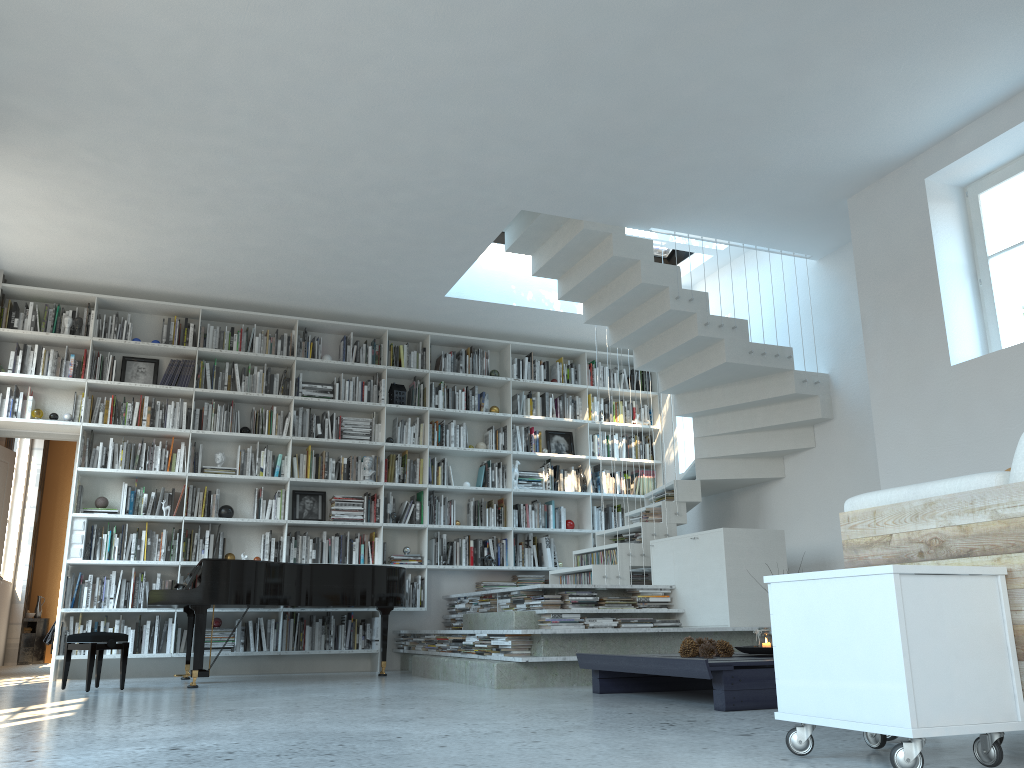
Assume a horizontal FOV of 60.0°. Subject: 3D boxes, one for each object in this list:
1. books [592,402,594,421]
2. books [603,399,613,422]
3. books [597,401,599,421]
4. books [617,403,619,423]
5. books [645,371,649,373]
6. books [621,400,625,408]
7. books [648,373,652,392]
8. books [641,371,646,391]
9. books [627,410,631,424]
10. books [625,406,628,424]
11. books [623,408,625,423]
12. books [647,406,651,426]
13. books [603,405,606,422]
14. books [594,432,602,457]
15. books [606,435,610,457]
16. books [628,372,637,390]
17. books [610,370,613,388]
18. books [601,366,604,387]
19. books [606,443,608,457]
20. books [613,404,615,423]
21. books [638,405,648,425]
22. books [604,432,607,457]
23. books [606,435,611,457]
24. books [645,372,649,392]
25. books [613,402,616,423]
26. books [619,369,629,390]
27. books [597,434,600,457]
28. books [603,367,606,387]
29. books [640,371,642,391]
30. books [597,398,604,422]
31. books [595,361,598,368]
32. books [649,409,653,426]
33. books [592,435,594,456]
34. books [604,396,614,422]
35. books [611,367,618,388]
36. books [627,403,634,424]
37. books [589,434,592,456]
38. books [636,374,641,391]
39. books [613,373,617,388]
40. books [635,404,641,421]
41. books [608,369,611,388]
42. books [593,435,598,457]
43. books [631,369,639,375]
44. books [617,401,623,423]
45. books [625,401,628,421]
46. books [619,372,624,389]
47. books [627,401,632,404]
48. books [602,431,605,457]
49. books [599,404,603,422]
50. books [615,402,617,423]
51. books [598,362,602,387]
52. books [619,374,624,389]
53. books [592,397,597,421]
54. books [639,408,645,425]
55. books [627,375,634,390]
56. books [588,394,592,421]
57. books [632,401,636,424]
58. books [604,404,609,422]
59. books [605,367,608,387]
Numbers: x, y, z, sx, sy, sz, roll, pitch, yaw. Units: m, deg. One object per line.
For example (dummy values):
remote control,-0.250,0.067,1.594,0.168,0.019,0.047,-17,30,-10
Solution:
books,0.797,0.308,9.150,0.024,0.204,0.166,5,-16,-21
books,0.990,0.304,9.232,0.023,0.253,0.190,5,-16,-21
books,0.853,0.306,9.178,0.049,0.223,0.162,5,-16,-21
books,1.069,0.328,9.264,0.013,0.221,0.175,5,-16,-21
books,1.456,-0.008,9.620,0.014,0.318,0.144,5,-16,-21
books,1.152,0.323,9.387,0.010,0.294,0.165,5,-16,-21
books,1.450,0.021,9.575,0.025,0.236,0.188,5,-16,-21
books,1.387,-0.010,9.552,0.014,0.285,0.190,5,-16,-21
books,1.204,0.385,9.405,0.034,0.182,0.157,5,-16,-21
books,1.168,0.360,9.369,0.013,0.212,0.187,5,-16,-21
books,1.140,0.355,9.364,0.023,0.220,0.172,5,-16,-21
books,1.427,0.374,9.494,0.040,0.246,0.160,5,-16,-21
books,0.919,0.338,9.252,0.038,0.198,0.171,5,-16,-21
books,0.883,0.649,9.166,0.014,0.284,0.186,5,-16,-21
books,0.972,0.674,9.213,0.013,0.259,0.158,5,-16,-21
books,1.286,0.006,9.532,0.068,0.246,0.161,5,-16,-21
books,1.031,-0.014,9.429,0.025,0.236,0.144,5,-16,-21
books,0.923,-0.042,9.396,0.027,0.274,0.148,5,-16,-21
books,0.949,0.715,9.208,0.027,0.179,0.157,5,-16,-21
books,1.024,0.332,9.248,0.014,0.205,0.184,5,-16,-21
books,1.395,0.366,9.484,0.029,0.257,0.163,5,-16,-21
books,0.936,0.655,9.202,0.012,0.292,0.166,5,-16,-21
books,0.986,0.673,9.229,0.025,0.270,0.153,5,-16,-21
books,1.427,0.018,9.581,0.014,0.247,0.185,5,-16,-21
books,1.038,0.318,9.264,0.022,0.241,0.145,5,-16,-21
books,1.197,-0.014,9.511,0.069,0.276,0.132,5,-16,-21
books,0.859,0.665,9.167,0.026,0.255,0.174,5,-16,-21
books,0.947,-0.032,9.399,0.022,0.258,0.163,5,-16,-21
books,1.363,-0.006,9.576,0.012,0.291,0.140,5,-16,-21
books,0.905,0.294,9.212,0.023,0.263,0.158,5,-16,-21
books,0.878,-0.069,9.391,0.012,0.325,0.151,5,-16,-21
books,1.458,0.387,9.483,0.011,0.216,0.170,5,-16,-21
books,0.797,0.667,9.160,0.026,0.249,0.161,5,-16,-21
books,1.008,0.286,9.249,0.022,0.295,0.152,5,-16,-21
books,1.090,-0.028,9.469,0.012,0.284,0.160,5,-16,-21
books,1.237,0.345,9.408,0.022,0.260,0.161,5,-16,-21
books,0.784,0.660,9.142,0.012,0.253,0.161,5,-16,-21
books,1.330,0.020,9.525,0.012,0.215,0.193,5,-16,-21
books,1.067,0.005,9.443,0.026,0.207,0.163,5,-16,-21
books,1.310,0.357,9.442,0.070,0.253,0.154,5,-16,-21
books,1.004,-0.020,9.429,0.027,0.249,0.155,5,-16,-21
books,0.830,0.663,9.143,0.023,0.247,0.182,5,-16,-21
books,1.333,-0.020,9.562,0.014,0.312,0.162,5,-16,-21
books,1.086,0.326,9.296,0.042,0.241,0.248,5,-16,-21
books,1.176,0.335,9.407,0.024,0.280,0.154,5,-16,-21
books,1.165,0.004,9.497,0.010,0.235,0.132,5,-16,-21
books,1.244,0.336,9.437,0.011,0.293,0.151,5,-16,-21
books,0.916,0.654,9.207,0.022,0.296,0.162,5,-16,-21
books,0.889,0.322,9.182,0.024,0.193,0.190,5,-16,-21
books,1.054,0.322,9.270,0.012,0.237,0.166,5,-16,-21
books,0.895,-0.062,9.379,0.012,0.305,0.185,5,-16,-21
books,1.139,0.009,9.470,0.057,0.211,0.163,5,-16,-21
books,0.823,0.281,9.159,0.026,0.262,0.189,5,-16,-21
books,1.354,0.381,9.452,0.023,0.213,0.181,5,-16,-21
books,1.250,0.024,9.494,0.024,0.192,0.187,5,-16,-21
books,0.781,0.264,9.155,0.010,0.293,0.183,5,-16,-21
books,1.265,0.338,9.433,0.023,0.286,0.163,5,-16,-21
books,0.961,0.326,9.235,0.025,0.211,0.135,5,-16,-21
books,0.970,-0.033,9.409,0.029,0.263,0.179,5,-16,-21
